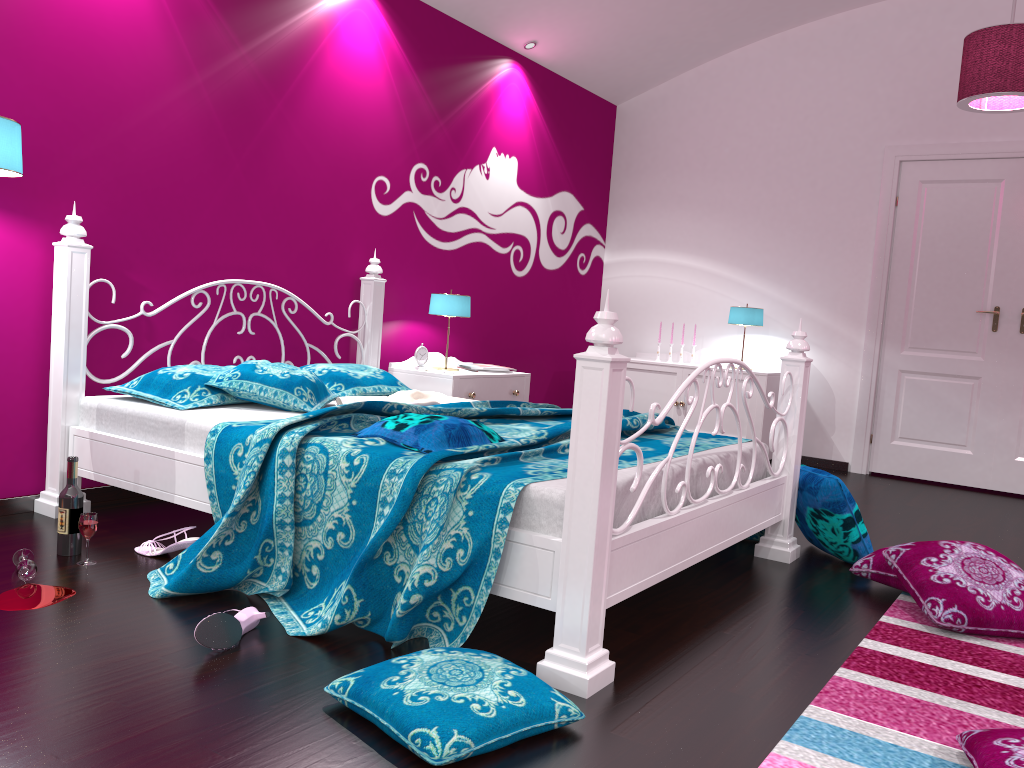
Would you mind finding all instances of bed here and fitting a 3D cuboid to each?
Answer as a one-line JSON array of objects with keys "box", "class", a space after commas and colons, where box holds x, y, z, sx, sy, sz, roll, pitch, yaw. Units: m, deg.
[{"box": [-0.304, 0.006, 3.279, 2.317, 1.143, 2.167, 7, 5, 33], "class": "bed"}]

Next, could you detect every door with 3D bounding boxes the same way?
[{"box": [2.993, -0.349, 5.340, 1.405, 2.001, 0.098, 7, 5, 33], "class": "door"}]

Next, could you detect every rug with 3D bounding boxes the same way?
[{"box": [1.568, 0.807, 2.126, 1.400, 0.018, 2.100, 7, 5, 33], "class": "rug"}]

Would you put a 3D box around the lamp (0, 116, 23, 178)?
[{"box": [-1.669, -0.159, 2.684, 0.303, 1.352, 0.303, 3, 4, -12], "class": "lamp"}]

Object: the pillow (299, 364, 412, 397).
[{"box": [-0.749, -0.017, 4.068, 0.401, 0.141, 0.717, 7, 5, 35], "class": "pillow"}]

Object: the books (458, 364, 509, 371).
[{"box": [-0.164, -0.093, 5.035, 0.220, 0.007, 0.300, 3, 5, -18], "class": "books"}]

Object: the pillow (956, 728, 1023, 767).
[{"box": [1.060, 0.745, 1.618, 0.401, 0.107, 0.419, 6, 5, 18], "class": "pillow"}]

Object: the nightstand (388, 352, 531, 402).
[{"box": [-0.280, 0.149, 4.911, 0.455, 0.616, 0.742, 7, 5, 33], "class": "nightstand"}]

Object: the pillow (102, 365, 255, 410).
[{"box": [-1.146, -0.001, 3.448, 0.401, 0.141, 0.717, 7, 5, 28], "class": "pillow"}]

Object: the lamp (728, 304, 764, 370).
[{"box": [1.547, -0.316, 5.908, 0.229, 0.438, 0.229, 3, 4, -12], "class": "lamp"}]

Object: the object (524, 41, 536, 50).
[{"box": [0.109, -2.114, 5.509, 0.085, 0.058, 0.080, 7, 5, 33], "class": "object"}]

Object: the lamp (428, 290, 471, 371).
[{"box": [-0.347, -0.296, 4.844, 0.229, 0.438, 0.229, 3, 4, -12], "class": "lamp"}]

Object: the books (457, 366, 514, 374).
[{"box": [-0.155, -0.080, 5.047, 0.220, 0.007, 0.300, 2, 5, -27], "class": "books"}]

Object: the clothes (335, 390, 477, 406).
[{"box": [-0.351, 0.223, 3.809, 0.553, 0.376, 1.036, 7, 5, 28], "class": "clothes"}]

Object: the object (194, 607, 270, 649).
[{"box": [-0.704, 0.590, 2.192, 0.100, 0.086, 0.247, 7, 5, 27], "class": "object"}]

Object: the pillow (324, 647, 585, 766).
[{"box": [-0.122, 0.658, 1.877, 0.417, 0.101, 0.401, 1, 6, -41], "class": "pillow"}]

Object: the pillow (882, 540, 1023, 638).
[{"box": [1.438, 0.630, 2.776, 0.425, 0.224, 0.391, 4, 4, 1], "class": "pillow"}]

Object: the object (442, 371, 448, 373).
[{"box": [-0.332, -0.061, 4.650, 0.073, 0.003, 0.073, 4, 4, -4], "class": "object"}]

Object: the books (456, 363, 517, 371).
[{"box": [-0.147, -0.098, 5.051, 0.221, 0.012, 0.300, 2, 5, -33], "class": "books"}]

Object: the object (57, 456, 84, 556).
[{"box": [-1.385, 0.381, 2.786, 0.070, 0.307, 0.070, 5, 4, 10], "class": "object"}]

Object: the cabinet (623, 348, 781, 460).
[{"box": [1.251, 0.114, 6.133, 1.142, 0.734, 0.506, 7, 5, 33], "class": "cabinet"}]

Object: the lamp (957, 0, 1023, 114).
[{"box": [1.722, -1.811, 3.144, 0.377, 1.129, 2.377, 7, 5, 33], "class": "lamp"}]

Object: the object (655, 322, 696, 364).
[{"box": [1.152, -0.291, 6.205, 0.285, 0.284, 0.043, 6, 5, 21], "class": "object"}]

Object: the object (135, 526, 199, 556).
[{"box": [-1.114, 0.496, 2.846, 0.241, 0.110, 0.089, 6, 5, 24], "class": "object"}]

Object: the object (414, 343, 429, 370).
[{"box": [-0.482, -0.146, 4.716, 0.033, 0.140, 0.106, 7, 5, 35], "class": "object"}]

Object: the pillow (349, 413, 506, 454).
[{"box": [-0.235, 0.157, 2.786, 0.425, 0.127, 0.404, 8, 6, 43], "class": "pillow"}]

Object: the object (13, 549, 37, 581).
[{"box": [-1.404, 0.523, 2.558, 0.056, 0.056, 0.153, 2, 5, -32], "class": "object"}]

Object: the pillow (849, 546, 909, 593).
[{"box": [1.473, 0.653, 3.080, 0.400, 0.142, 0.429, 2, 5, -32], "class": "pillow"}]

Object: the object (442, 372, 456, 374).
[{"box": [-0.325, -0.058, 4.596, 0.073, 0.006, 0.073, 4, 4, -4], "class": "object"}]

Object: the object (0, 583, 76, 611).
[{"box": [-1.292, 0.574, 2.380, 0.184, 0.007, 0.221, 5, 4, 6], "class": "object"}]

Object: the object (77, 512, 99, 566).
[{"box": [-1.293, 0.472, 2.704, 0.056, 0.153, 0.056, 3, 5, -18], "class": "object"}]

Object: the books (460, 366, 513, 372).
[{"box": [-0.153, -0.087, 5.058, 0.220, 0.007, 0.300, 3, 5, -22], "class": "books"}]

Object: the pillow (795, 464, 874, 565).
[{"box": [1.225, 0.505, 3.486, 0.264, 0.357, 0.402, 3, 5, -16], "class": "pillow"}]

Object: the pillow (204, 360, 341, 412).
[{"box": [-0.905, 0.001, 3.409, 0.418, 0.176, 0.404, 4, 4, 1], "class": "pillow"}]
